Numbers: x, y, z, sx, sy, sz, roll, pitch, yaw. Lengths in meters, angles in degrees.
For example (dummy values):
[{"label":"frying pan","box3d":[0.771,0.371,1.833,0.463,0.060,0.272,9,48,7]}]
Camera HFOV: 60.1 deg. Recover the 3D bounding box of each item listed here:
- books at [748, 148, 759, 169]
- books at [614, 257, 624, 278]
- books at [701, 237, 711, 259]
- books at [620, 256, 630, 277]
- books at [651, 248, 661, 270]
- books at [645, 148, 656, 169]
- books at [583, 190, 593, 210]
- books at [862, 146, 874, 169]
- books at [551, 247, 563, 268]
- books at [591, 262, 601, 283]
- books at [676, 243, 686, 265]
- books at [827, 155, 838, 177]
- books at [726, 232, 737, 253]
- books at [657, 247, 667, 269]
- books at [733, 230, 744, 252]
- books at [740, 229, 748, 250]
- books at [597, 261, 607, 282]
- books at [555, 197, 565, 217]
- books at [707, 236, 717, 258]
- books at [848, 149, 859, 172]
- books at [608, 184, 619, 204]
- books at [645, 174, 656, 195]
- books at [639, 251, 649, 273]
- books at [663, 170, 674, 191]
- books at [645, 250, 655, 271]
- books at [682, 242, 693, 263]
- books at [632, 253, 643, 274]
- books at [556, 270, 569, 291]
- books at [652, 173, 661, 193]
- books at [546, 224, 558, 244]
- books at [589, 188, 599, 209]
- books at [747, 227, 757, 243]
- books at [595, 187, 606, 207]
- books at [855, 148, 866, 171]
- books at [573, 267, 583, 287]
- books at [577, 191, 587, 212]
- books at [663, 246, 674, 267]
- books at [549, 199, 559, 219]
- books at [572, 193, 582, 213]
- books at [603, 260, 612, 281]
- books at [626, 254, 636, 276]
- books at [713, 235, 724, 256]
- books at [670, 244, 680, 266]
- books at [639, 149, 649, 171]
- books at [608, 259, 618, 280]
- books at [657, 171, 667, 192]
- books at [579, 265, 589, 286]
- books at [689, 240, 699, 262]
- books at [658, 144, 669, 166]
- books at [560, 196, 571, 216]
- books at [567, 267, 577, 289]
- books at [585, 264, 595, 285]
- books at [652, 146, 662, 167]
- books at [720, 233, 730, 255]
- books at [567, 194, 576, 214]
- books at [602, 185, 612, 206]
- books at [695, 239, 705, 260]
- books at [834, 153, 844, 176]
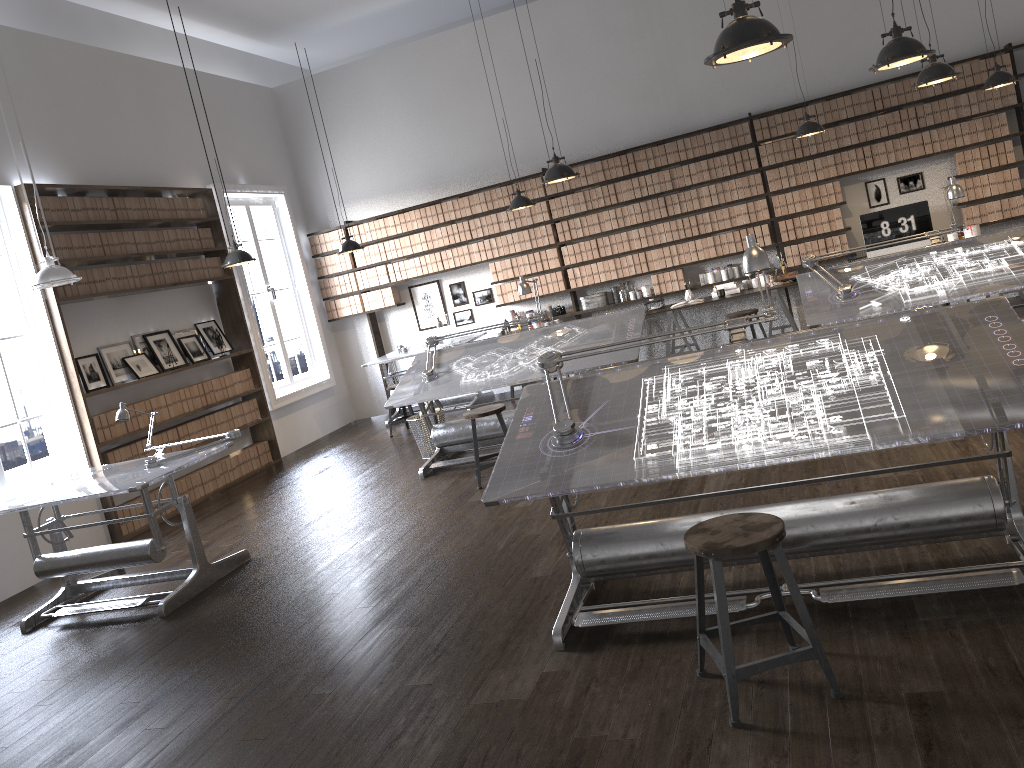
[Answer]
[{"label":"books","box3d":[2.583,-2.402,9.464,0.066,0.224,0.176,-12,6,19]},{"label":"books","box3d":[1.225,-1.320,10.041,0.066,0.225,0.176,-12,6,18]},{"label":"books","box3d":[2.138,-1.494,9.738,0.066,0.224,0.176,-12,6,19]},{"label":"books","box3d":[1.291,-1.333,10.019,0.066,0.225,0.176,-12,6,18]},{"label":"books","box3d":[1.623,-1.396,9.908,0.066,0.224,0.176,-12,6,18]},{"label":"books","box3d":[1.538,-2.483,9.767,0.066,0.225,0.176,-12,6,18]},{"label":"books","box3d":[0.880,-2.078,10.030,0.066,0.225,0.176,-12,6,18]},{"label":"books","box3d":[3.673,-2.337,9.142,0.066,0.225,0.176,-12,6,19]},{"label":"books","box3d":[0.528,-1.460,10.224,0.066,0.225,0.176,-12,6,18]},{"label":"books","box3d":[0.973,-1.272,10.120,0.066,0.225,0.176,-12,6,19]},{"label":"books","box3d":[1.882,-1.445,9.825,0.066,0.225,0.176,-12,6,19]},{"label":"books","box3d":[3.342,-2.274,9.250,0.066,0.225,0.176,-12,6,18]},{"label":"books","box3d":[2.395,-1.542,9.650,0.066,0.225,0.176,-12,6,18]},{"label":"books","box3d":[1.681,-1.406,9.884,0.066,0.225,0.176,-12,6,19]},{"label":"books","box3d":[2.462,-1.555,9.632,0.066,0.225,0.176,-12,6,18]},{"label":"books","box3d":[2.530,-1.568,9.604,0.066,0.225,0.176,-12,6,19]},{"label":"books","box3d":[1.041,-1.285,10.099,0.066,0.224,0.176,-12,6,18]},{"label":"books","box3d":[0.563,-2.018,10.134,0.066,0.225,0.176,-12,6,18]},{"label":"books","box3d":[2.199,-1.504,9.713,0.066,0.225,0.176,-12,6,18]},{"label":"books","box3d":[3.537,-2.311,9.187,0.066,0.225,0.176,-12,6,18]},{"label":"books","box3d":[1.146,-2.128,9.937,0.066,0.225,0.176,-12,6,18]},{"label":"books","box3d":[1.540,-2.203,9.807,0.066,0.225,0.176,-12,6,19]},{"label":"books","box3d":[1.492,-1.370,9.948,0.066,0.225,0.176,-12,6,18]},{"label":"books","box3d":[1.728,-2.239,9.743,0.066,0.225,0.176,-12,6,19]},{"label":"books","box3d":[1.563,-1.384,9.930,0.066,0.224,0.176,-12,6,19]},{"label":"books","box3d":[1.947,-1.457,9.801,0.066,0.225,0.176,-12,6,19]},{"label":"books","box3d":[1.424,-1.358,9.976,0.066,0.225,0.176,-12,6,19]},{"label":"books","box3d":[0.586,-1.198,10.248,0.066,0.225,0.176,-12,6,18]},{"label":"books","box3d":[1.608,-2.216,9.786,0.066,0.224,0.176,-12,6,18]},{"label":"books","box3d":[0.464,-1.729,10.210,0.066,0.225,0.176,-12,6,19]},{"label":"books","box3d":[0.946,-2.091,10.008,0.066,0.225,0.176,-12,6,18]},{"label":"books","box3d":[2.601,-1.582,9.586,0.066,0.224,0.176,-12,6,18]},{"label":"books","box3d":[1.011,-2.103,9.983,0.066,0.225,0.176,-12,6,19]},{"label":"books","box3d":[3.605,-2.325,9.170,0.066,0.225,0.176,-12,6,18]},{"label":"books","box3d":[0.778,-1.235,10.186,0.066,0.225,0.176,-12,6,19]},{"label":"books","box3d":[0.815,-2.065,10.045,0.066,0.225,0.176,-12,6,19]},{"label":"books","box3d":[1.748,-1.419,9.862,0.066,0.225,0.176,-12,6,18]},{"label":"books","box3d":[0.498,-2.006,10.158,0.066,0.225,0.176,-12,6,18]},{"label":"books","box3d":[0.754,-2.054,10.070,0.066,0.224,0.176,-12,6,18]},{"label":"books","box3d":[1.100,-1.296,10.081,0.066,0.224,0.176,-12,6,18]},{"label":"books","box3d":[1.356,-1.344,9.994,0.066,0.225,0.176,-12,6,19]},{"label":"books","box3d":[2.264,-1.518,9.697,0.066,0.225,0.176,-12,6,19]},{"label":"books","box3d":[1.816,-1.432,9.843,0.066,0.225,0.176,-12,6,18]},{"label":"books","box3d":[1.469,-2.469,9.786,0.066,0.225,0.176,-12,6,18]},{"label":"books","box3d":[1.161,-1.307,10.057,0.066,0.225,0.176,-12,6,19]},{"label":"books","box3d":[1.667,-2.228,9.768,0.066,0.224,0.176,-12,6,18]},{"label":"books","box3d":[0.844,-1.248,10.169,0.066,0.225,0.176,-12,6,18]},{"label":"books","box3d":[2.011,-1.469,9.776,0.066,0.225,0.176,-12,6,18]},{"label":"books","box3d":[1.668,-2.508,9.726,0.066,0.225,0.176,-12,6,19]},{"label":"books","box3d":[0.627,-2.030,10.109,0.066,0.225,0.176,-12,6,19]},{"label":"books","box3d":[0.710,-1.221,10.206,0.066,0.225,0.176,-12,6,19]},{"label":"books","box3d":[0.909,-1.260,10.145,0.066,0.225,0.176,-12,6,18]},{"label":"books","box3d":[1.604,-2.496,9.749,0.066,0.225,0.176,-12,6,19]},{"label":"books","box3d":[2.330,-1.530,9.676,0.066,0.225,0.176,-12,6,19]},{"label":"books","box3d":[0.695,-2.043,10.088,0.066,0.224,0.176,-12,6,18]},{"label":"books","box3d":[1.078,-2.116,9.965,0.066,0.225,0.176,-12,6,19]},{"label":"books","box3d":[2.079,-1.482,9.756,0.066,0.224,0.176,-12,6,19]},{"label":"books","box3d":[3.406,-2.287,9.235,0.066,0.225,0.176,-12,6,19]}]
